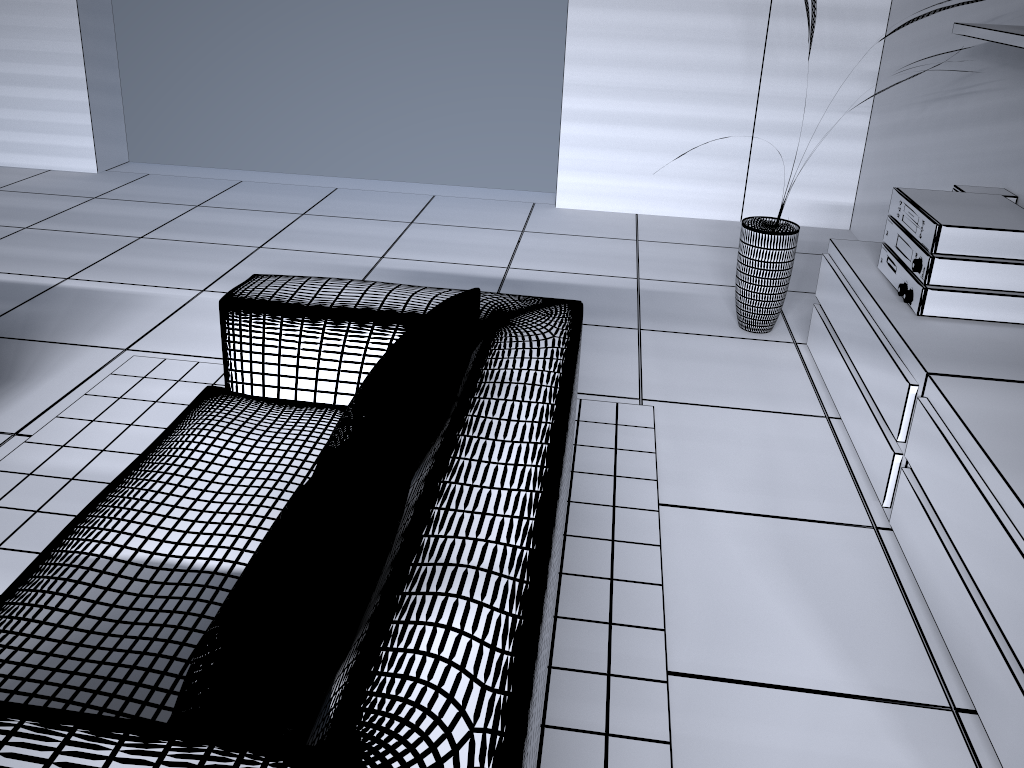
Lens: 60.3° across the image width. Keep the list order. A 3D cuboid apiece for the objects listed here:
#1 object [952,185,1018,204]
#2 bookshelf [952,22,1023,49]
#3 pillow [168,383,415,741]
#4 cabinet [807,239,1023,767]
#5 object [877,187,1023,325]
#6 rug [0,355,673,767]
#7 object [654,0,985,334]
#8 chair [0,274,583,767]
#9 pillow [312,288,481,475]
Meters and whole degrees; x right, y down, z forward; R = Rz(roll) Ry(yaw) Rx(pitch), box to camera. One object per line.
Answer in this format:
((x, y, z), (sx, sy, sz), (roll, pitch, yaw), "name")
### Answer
((1.608, -0.557, 3.050), (0.177, 0.223, 0.124), (5, 22, 6), "object")
((1.423, -0.721, 1.513), (0.328, 1.203, 2.928), (5, 25, 5), "bookshelf")
((-0.317, 0.295, 1.266), (0.300, 0.383, 0.589), (4, 24, 3), "pillow")
((1.264, 0.201, 2.200), (0.574, 0.432, 2.359), (5, 26, 5), "cabinet")
((1.330, -0.393, 2.624), (0.347, 0.259, 0.447), (5, 25, 6), "object")
((-0.567, 0.482, 1.935), (1.800, 0.001, 2.320), (5, 26, 5), "rug")
((1.101, -0.903, 3.198), (1.196, 1.525, 0.255), (20, 27, 36), "object")
((-0.403, 0.340, 1.627), (0.961, 0.531, 1.714), (5, 25, 5), "chair")
((-0.245, 0.057, 1.815), (0.340, 0.374, 0.590), (4, 24, 3), "pillow")
